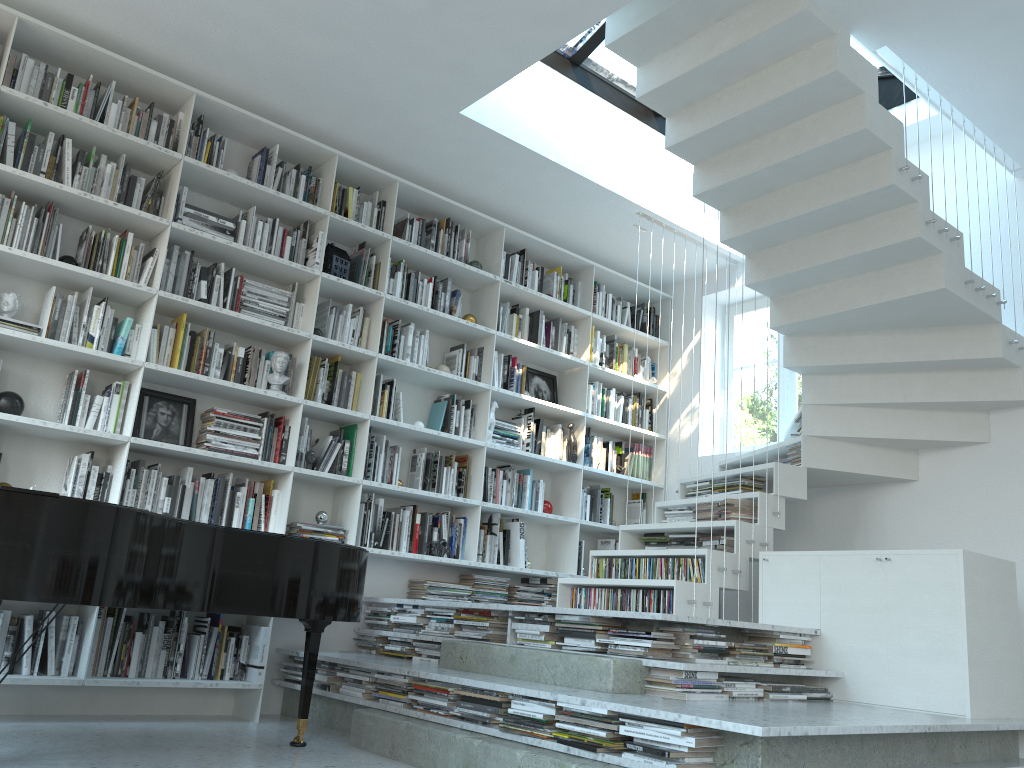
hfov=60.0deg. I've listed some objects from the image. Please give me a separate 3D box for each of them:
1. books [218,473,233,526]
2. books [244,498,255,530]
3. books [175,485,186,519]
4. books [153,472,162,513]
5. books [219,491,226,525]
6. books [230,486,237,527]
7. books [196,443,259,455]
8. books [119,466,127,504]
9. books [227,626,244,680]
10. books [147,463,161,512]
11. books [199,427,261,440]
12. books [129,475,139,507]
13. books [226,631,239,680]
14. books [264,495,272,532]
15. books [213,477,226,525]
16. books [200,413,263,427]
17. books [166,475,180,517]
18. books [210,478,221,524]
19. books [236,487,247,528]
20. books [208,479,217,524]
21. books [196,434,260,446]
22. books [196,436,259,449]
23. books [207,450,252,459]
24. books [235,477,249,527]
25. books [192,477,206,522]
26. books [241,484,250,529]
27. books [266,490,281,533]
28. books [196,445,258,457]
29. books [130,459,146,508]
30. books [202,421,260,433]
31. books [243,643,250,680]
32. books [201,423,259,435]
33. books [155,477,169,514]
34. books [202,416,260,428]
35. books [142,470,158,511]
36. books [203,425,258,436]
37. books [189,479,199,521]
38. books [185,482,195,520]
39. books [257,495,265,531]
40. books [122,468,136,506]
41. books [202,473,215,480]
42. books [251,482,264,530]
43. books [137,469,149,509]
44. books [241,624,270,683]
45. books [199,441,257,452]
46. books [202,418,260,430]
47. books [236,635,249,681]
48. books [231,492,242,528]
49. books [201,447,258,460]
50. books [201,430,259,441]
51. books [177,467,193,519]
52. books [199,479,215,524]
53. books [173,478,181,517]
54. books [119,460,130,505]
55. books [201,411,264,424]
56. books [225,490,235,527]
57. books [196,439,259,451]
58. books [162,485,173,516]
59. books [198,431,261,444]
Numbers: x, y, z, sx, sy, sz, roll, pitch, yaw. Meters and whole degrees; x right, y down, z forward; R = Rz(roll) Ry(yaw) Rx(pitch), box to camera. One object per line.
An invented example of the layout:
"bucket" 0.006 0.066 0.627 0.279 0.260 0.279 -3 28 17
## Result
"books" -1.509 0.613 4.599 0.012 0.296 0.178 16 -18 -37
"books" -1.408 0.696 4.657 0.023 0.182 0.169 16 -18 -37
"books" -1.686 0.608 4.439 0.023 0.196 0.165 16 -18 -37
"books" -1.788 0.562 4.391 0.021 0.243 0.141 16 -18 -37
"books" -1.531 0.656 4.585 0.021 0.202 0.128 16 -18 -37
"books" -1.488 0.653 4.620 0.014 0.234 0.154 16 -18 -37
"books" -1.497 0.349 4.662 0.285 0.012 0.160 14 -18 -32
"books" -1.922 0.522 4.281 0.029 0.243 0.154 16 -18 -37
"books" -1.427 1.369 4.521 0.013 0.255 0.176 16 -18 -37
"books" -1.787 0.537 4.372 0.013 0.281 0.166 16 -18 -37
"books" -1.490 0.269 4.683 0.285 0.012 0.160 14 -18 -32
"books" -1.870 0.552 4.312 0.024 0.208 0.170 16 -18 -37
"books" -1.449 1.379 4.512 0.028 0.227 0.162 16 -18 -37
"books" -1.334 0.702 4.721 0.011 0.216 0.166 16 -18 -37
"books" -1.538 0.619 4.567 0.028 0.263 0.161 16 -18 -37
"books" -1.489 0.200 4.706 0.285 0.012 0.159 16 -19 -35
"books" -1.717 0.580 4.422 0.029 0.237 0.166 16 -18 -37
"books" -1.557 0.617 4.560 0.010 0.260 0.181 16 -18 -37
"books" -1.448 0.661 4.636 0.023 0.234 0.175 16 -18 -37
"books" -1.573 0.621 4.560 0.011 0.251 0.158 16 -18 -37
"books" -1.498 0.305 4.679 0.285 0.012 0.159 16 -19 -35
"books" -1.500 0.317 4.678 0.285 0.012 0.159 16 -19 -36
"books" -1.504 0.385 4.658 0.254 0.012 0.161 16 -19 -35
"books" -1.439 0.638 4.664 0.014 0.293 0.137 16 -18 -37
"books" -1.623 0.608 4.533 0.025 0.254 0.136 16 -18 -37
"books" -1.434 0.661 4.673 0.014 0.255 0.145 16 -18 -37
"books" -1.305 0.694 4.741 0.033 0.245 0.176 16 -18 -37
"books" -1.504 0.362 4.666 0.285 0.012 0.159 17 -19 -38
"books" -1.858 0.521 4.350 0.027 0.290 0.141 16 -18 -37
"books" -1.489 0.234 4.694 0.254 0.012 0.161 18 -20 -41
"books" -1.399 1.416 4.545 0.023 0.181 0.149 16 -18 -37
"books" -1.492 0.247 4.692 0.254 0.012 0.161 18 -20 -40
"books" -1.757 0.577 4.385 0.023 0.217 0.174 16 -18 -37
"books" -1.488 0.211 4.700 0.254 0.012 0.161 18 -20 -41
"books" -1.806 0.551 4.358 0.027 0.245 0.179 16 -18 -37
"books" -1.492 0.258 4.690 0.254 0.012 0.161 15 -18 -34
"books" -1.635 0.608 4.502 0.031 0.236 0.159 16 -18 -37
"books" -1.661 0.611 4.489 0.025 0.220 0.140 16 -18 -37
"books" -1.354 0.698 4.704 0.043 0.211 0.169 16 -18 -37
"books" -1.881 0.533 4.290 0.027 0.233 0.167 16 -18 -37
"books" -1.585 0.603 4.562 0.014 0.285 0.135 16 -18 -37
"books" -1.385 0.663 4.698 0.026 0.271 0.175 16 -18 -37
"books" -1.837 0.547 4.356 0.024 0.247 0.132 16 -18 -37
"books" -1.328 1.371 4.523 0.038 0.268 0.277 16 -19 -37
"books" -1.497 0.338 4.665 0.254 0.012 0.161 19 -20 -42
"books" -1.490 0.223 4.699 0.254 0.012 0.161 18 -20 -40
"books" -1.409 1.391 4.524 0.029 0.217 0.191 16 -18 -37
"books" -1.467 0.670 4.618 0.023 0.204 0.167 16 -18 -37
"books" -1.499 0.372 4.656 0.285 0.012 0.159 19 -20 -42
"books" -1.492 0.281 4.680 0.254 0.012 0.161 19 -20 -42
"books" -1.672 0.570 4.476 0.026 0.291 0.152 16 -18 -37
"books" -1.587 0.614 4.527 0.026 0.244 0.191 16 -18 -37
"books" -1.707 0.590 4.442 0.013 0.229 0.139 16 -18 -37
"books" -1.901 0.510 4.292 0.011 0.274 0.146 16 -18 -37
"books" -1.484 0.187 4.704 0.285 0.012 0.159 19 -20 -42
"books" -1.497 0.660 4.597 0.024 0.206 0.183 16 -18 -37
"books" -1.503 0.329 4.677 0.285 0.012 0.159 16 -19 -37
"books" -1.736 0.598 4.393 0.029 0.183 0.175 16 -19 -37
"books" -1.492 0.292 4.677 0.285 0.012 0.160 14 -18 -32
